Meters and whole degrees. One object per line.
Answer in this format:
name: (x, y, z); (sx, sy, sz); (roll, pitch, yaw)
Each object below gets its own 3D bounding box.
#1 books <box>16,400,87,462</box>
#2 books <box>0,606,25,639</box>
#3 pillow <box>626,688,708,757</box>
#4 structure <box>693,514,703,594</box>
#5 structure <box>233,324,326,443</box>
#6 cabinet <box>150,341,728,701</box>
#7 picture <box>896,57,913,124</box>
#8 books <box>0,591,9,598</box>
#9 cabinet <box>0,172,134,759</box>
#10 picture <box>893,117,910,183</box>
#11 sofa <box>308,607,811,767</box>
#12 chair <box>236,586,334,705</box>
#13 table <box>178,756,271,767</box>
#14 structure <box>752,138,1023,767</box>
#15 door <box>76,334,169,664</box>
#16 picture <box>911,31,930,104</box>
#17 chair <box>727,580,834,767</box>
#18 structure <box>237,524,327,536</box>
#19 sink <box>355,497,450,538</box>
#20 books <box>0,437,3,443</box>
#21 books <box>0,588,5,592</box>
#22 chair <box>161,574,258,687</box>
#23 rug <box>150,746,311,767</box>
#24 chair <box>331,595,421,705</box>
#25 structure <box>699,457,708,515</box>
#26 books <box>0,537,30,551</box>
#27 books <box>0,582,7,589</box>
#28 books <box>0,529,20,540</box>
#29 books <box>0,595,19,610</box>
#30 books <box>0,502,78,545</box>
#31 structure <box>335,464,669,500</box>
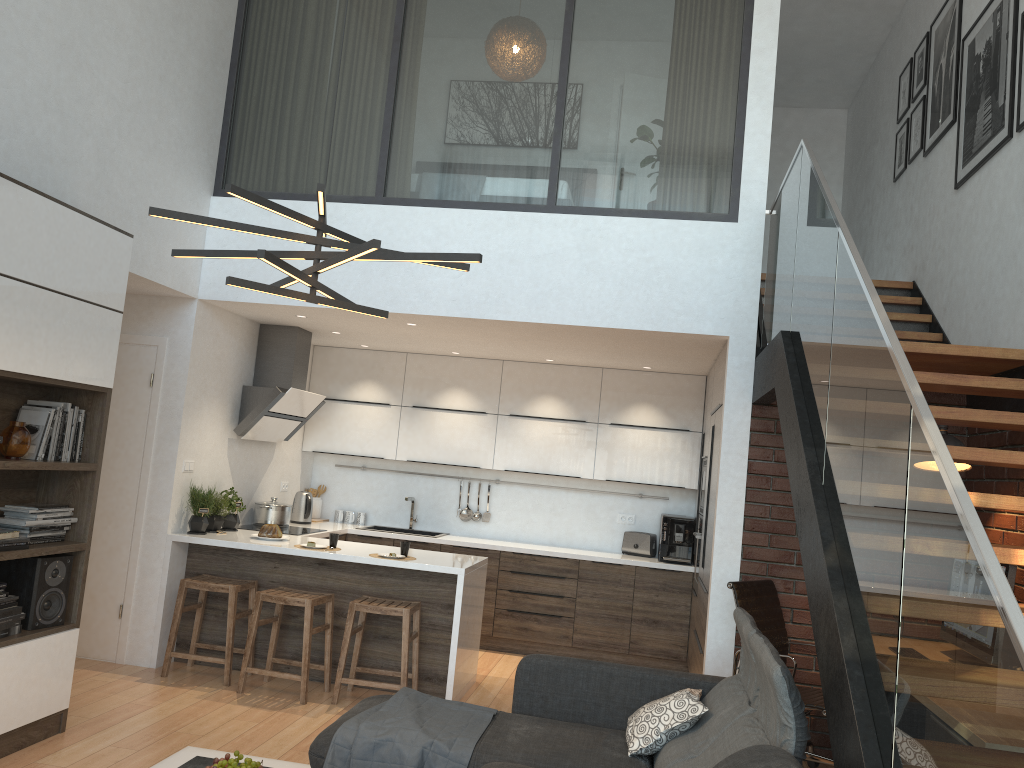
books: (-2.270, 0.224, 4.310); (0.201, 0.287, 0.332); (5, -5, 9)
books: (-2.365, 1.054, 3.928); (0.248, 0.123, 0.307); (5, -5, 4)
pillow: (0.433, 1.239, 2.603); (0.386, 0.364, 2.734); (4, -5, 13)
structure: (1.604, 1.289, 6.625); (0.495, 0.570, 0.595); (5, -5, 9)
structure: (-1.754, -0.042, 6.902); (0.407, 0.998, 0.898); (5, -5, 9)
cabinet: (-0.300, 0.891, 6.675); (3.495, 2.401, 2.401); (5, -5, 9)
picture: (3.133, -2.331, 7.067); (0.025, 0.410, 0.333); (5, -5, 9)
books: (-2.381, 0.937, 3.935); (0.161, 0.023, 0.213); (4, -5, 13)
cabinet: (-2.524, 0.245, 2.501); (0.338, 2.494, 4.036); (5, -5, 9)
picture: (3.086, -1.847, 7.023); (0.025, 0.410, 0.333); (5, -5, 9)
sofa: (-0.182, 1.238, 2.590); (2.108, 0.995, 3.169); (5, -5, 10)
chair: (-1.358, 1.582, 5.432); (0.450, 0.600, 0.350); (4, -5, 14)
table: (-0.873, 1.507, 2.820); (0.700, 0.323, 0.700); (5, -5, 9)
structure: (1.804, 0.528, 3.780); (1.289, 3.460, 5.660); (5, -5, 9)
door: (-2.862, 0.710, 5.866); (0.974, 2.136, 0.085); (5, -5, 9)
picture: (3.071, -2.373, 6.663); (0.025, 0.410, 0.333); (5, -5, 9)
chair: (1.513, 1.597, 4.747); (0.700, 0.991, 0.651); (1, -7, 43)
structure: (-1.780, 1.107, 6.778); (0.550, 0.006, 0.609); (5, -5, 9)
sink: (-0.928, 1.239, 7.646); (0.706, 0.518, 0.512); (5, -5, 9)
books: (-2.358, 0.233, 3.692); (0.277, 0.137, 0.343); (5, -5, 4)
books: (-2.382, 0.918, 3.936); (0.142, 0.015, 0.198); (5, -5, 8)
chair: (-1.896, 1.550, 5.643); (0.450, 0.600, 0.350); (5, -5, 9)
rug: (-0.976, 1.687, 2.958); (1.606, 0.013, 2.496); (5, -5, 9)
chair: (-0.801, 1.635, 5.421); (0.450, 0.600, 0.350); (5, -5, 7)
structure: (1.669, 0.794, 6.668); (0.459, 0.430, 0.595); (5, -5, 9)
books: (-2.328, 0.694, 3.879); (0.250, 0.047, 0.310); (4, -5, 15)
books: (-2.395, 0.898, 3.942); (0.161, 0.023, 0.213); (4, -5, 13)
books: (-2.350, 0.654, 3.896); (0.266, 0.030, 0.209); (5, -5, 3)
books: (-2.377, 0.970, 3.933); (0.224, 0.042, 0.277); (5, -5, 5)
books: (-2.298, 0.666, 4.242); (0.224, 0.176, 0.374); (5, -5, 9)
structure: (-0.131, 0.863, 7.843); (3.000, 0.045, 0.050); (5, -5, 9)
